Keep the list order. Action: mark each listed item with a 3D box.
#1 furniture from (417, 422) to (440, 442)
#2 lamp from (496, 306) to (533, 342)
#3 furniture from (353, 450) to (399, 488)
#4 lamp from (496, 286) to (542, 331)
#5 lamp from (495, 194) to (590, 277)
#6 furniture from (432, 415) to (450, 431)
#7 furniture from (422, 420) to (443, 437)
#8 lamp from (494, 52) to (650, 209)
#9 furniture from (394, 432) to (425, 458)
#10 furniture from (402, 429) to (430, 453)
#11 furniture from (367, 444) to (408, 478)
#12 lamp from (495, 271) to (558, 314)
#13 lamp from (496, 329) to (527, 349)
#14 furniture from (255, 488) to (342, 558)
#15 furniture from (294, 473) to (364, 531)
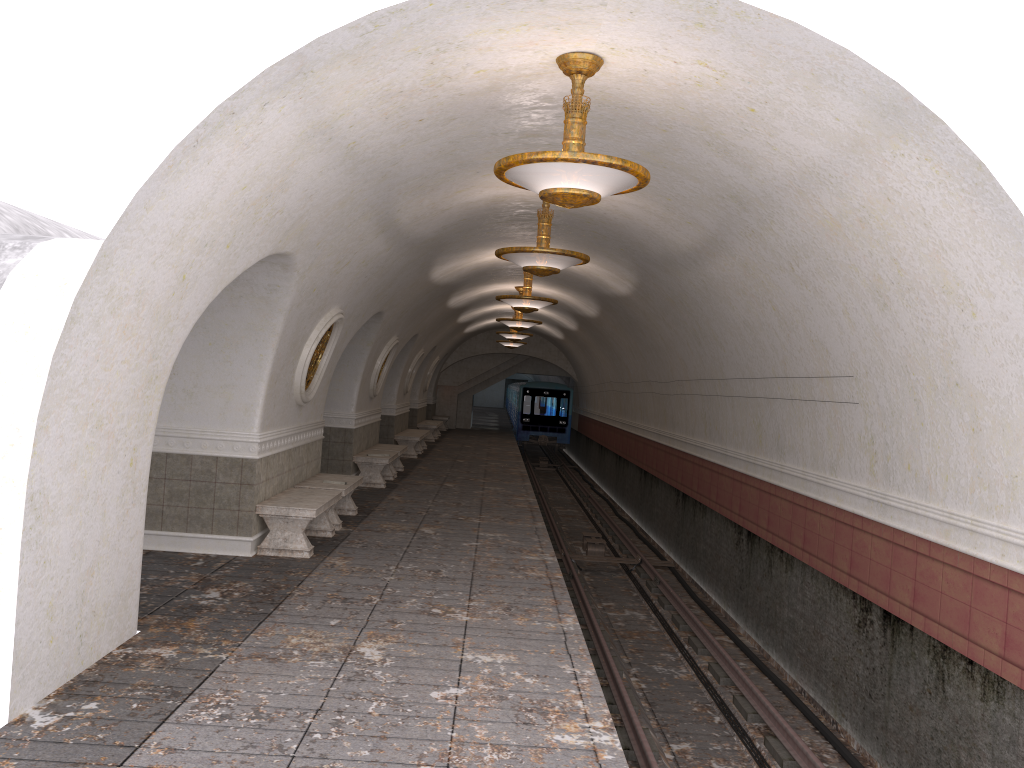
[{"bbox_3d":[-2.612,1.490,27.638,0.613,0.508,1.509,4,0,-1],"label":"furniture"},{"bbox_3d":[0.088,-1.604,23.892,1.008,0.955,1.008,4,0,15],"label":"lamp"},{"bbox_3d":[-2.404,1.488,15.657,0.613,0.508,1.509,4,0,-1],"label":"furniture"},{"bbox_3d":[0.171,-1.605,19.065,1.008,0.955,1.008,4,0,15],"label":"lamp"},{"bbox_3d":[0.339,-1.606,9.374,1.008,0.955,1.008,4,0,-17],"label":"lamp"},{"bbox_3d":[-2.721,1.490,33.940,0.613,0.508,1.509,4,0,-1],"label":"furniture"},{"bbox_3d":[-2.641,1.490,29.319,0.613,0.508,1.509,4,0,-1],"label":"furniture"},{"bbox_3d":[0.403,-1.606,5.720,1.008,0.955,1.008,4,0,45],"label":"lamp"},{"bbox_3d":[-2.509,1.489,21.677,0.613,0.508,1.509,4,0,-1],"label":"furniture"},{"bbox_3d":[-2.538,1.489,23.358,0.613,0.508,1.509,4,0,-1],"label":"furniture"},{"bbox_3d":[-2.433,1.488,17.338,0.613,0.508,1.509,4,0,-1],"label":"furniture"},{"bbox_3d":[0.255,-1.605,14.236,1.008,0.955,1.008,4,0,-17],"label":"lamp"},{"bbox_3d":[0.004,-1.604,28.722,1.008,0.955,1.008,4,0,45],"label":"lamp"},{"bbox_3d":[-2.300,1.488,9.648,0.613,0.508,1.509,4,0,-1],"label":"furniture"},{"bbox_3d":[-2.329,1.488,11.330,0.613,0.508,1.509,4,0,-1],"label":"furniture"}]
